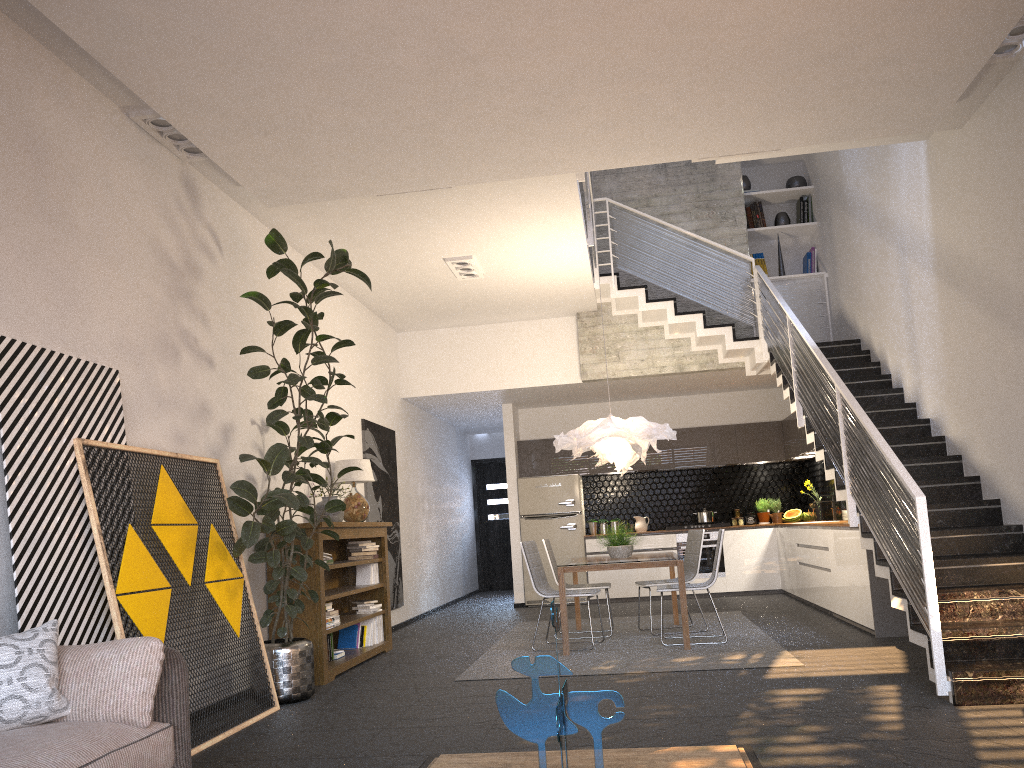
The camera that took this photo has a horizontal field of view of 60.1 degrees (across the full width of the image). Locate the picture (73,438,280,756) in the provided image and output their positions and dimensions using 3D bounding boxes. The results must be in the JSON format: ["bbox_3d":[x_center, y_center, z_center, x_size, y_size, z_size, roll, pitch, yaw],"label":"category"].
[{"bbox_3d":[-1.793,1.152,4.920,0.386,1.595,1.507,-5,-8,7],"label":"picture"}]

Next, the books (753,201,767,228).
[{"bbox_3d":[3.020,-2.006,10.836,0.134,0.380,0.274,-5,-7,7],"label":"books"}]

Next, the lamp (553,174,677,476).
[{"bbox_3d":[0.764,-1.733,8.277,1.119,5.180,1.066,-6,-7,18],"label":"lamp"}]

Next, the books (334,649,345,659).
[{"bbox_3d":[-1.460,2.184,7.148,0.270,0.049,0.259,3,-12,-37],"label":"books"}]

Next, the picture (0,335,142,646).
[{"bbox_3d":[-2.041,0.838,4.211,0.208,2.006,0.963,-4,-7,7],"label":"picture"}]

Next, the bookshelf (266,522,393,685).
[{"bbox_3d":[-1.443,1.750,7.368,0.451,1.164,1.931,-5,-9,7],"label":"bookshelf"}]

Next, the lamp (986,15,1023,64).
[{"bbox_3d":[2.742,-1.933,4.785,0.253,0.065,0.649,-5,-9,7],"label":"lamp"}]

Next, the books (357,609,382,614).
[{"bbox_3d":[-1.280,2.041,7.947,0.155,0.020,0.206,-7,-10,17],"label":"books"}]

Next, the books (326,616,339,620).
[{"bbox_3d":[-1.478,1.794,6.745,0.219,0.007,0.306,-6,-10,12],"label":"books"}]

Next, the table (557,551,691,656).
[{"bbox_3d":[0.998,1.907,7.888,0.997,0.709,1.812,-5,-9,7],"label":"table"}]

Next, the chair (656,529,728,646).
[{"bbox_3d":[1.519,1.696,7.434,0.602,0.914,0.478,-5,-7,10],"label":"chair"}]

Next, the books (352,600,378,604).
[{"bbox_3d":[-1.323,1.957,7.957,0.147,0.023,0.222,4,-12,-41],"label":"books"}]

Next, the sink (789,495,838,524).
[{"bbox_3d":[3.581,1.550,10.454,0.490,0.446,0.728,-5,-9,7],"label":"sink"}]

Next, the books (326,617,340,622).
[{"bbox_3d":[-1.474,1.801,6.743,0.219,0.007,0.306,-5,-10,11],"label":"books"}]

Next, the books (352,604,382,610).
[{"bbox_3d":[-1.302,2.003,7.958,0.175,0.023,0.244,-7,-10,17],"label":"books"}]

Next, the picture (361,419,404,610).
[{"bbox_3d":[-1.406,1.456,9.695,0.033,2.015,1.240,-4,-7,7],"label":"picture"}]

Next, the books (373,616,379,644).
[{"bbox_3d":[-1.288,2.215,7.966,0.175,0.242,0.024,-5,-6,7],"label":"books"}]

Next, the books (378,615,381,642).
[{"bbox_3d":[-1.285,2.229,8.050,0.174,0.242,0.019,-5,-6,7],"label":"books"}]

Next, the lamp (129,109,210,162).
[{"bbox_3d":[-2.032,-1.525,5.392,0.253,0.065,0.649,-5,-9,7],"label":"lamp"}]

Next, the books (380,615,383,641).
[{"bbox_3d":[-1.278,2.240,8.120,0.175,0.242,0.024,-5,-6,7],"label":"books"}]

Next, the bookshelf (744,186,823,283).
[{"bbox_3d":[3.156,-1.733,10.713,0.973,1.100,0.445,-5,-7,7],"label":"bookshelf"}]

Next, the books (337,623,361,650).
[{"bbox_3d":[-1.413,2.187,7.701,0.171,0.226,0.166,-5,-7,7],"label":"books"}]

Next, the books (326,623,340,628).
[{"bbox_3d":[-1.469,1.842,6.731,0.219,0.008,0.306,-6,-10,12],"label":"books"}]

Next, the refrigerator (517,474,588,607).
[{"bbox_3d":[0.571,2.110,11.974,0.829,1.700,0.774,-5,-7,7],"label":"refrigerator"}]

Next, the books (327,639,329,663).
[{"bbox_3d":[-1.522,2.056,6.905,0.171,0.239,0.085,-5,-7,7],"label":"books"}]

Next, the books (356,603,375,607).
[{"bbox_3d":[-1.318,1.978,7.948,0.155,0.022,0.207,-2,-10,-13],"label":"books"}]

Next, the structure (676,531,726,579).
[{"bbox_3d":[2.483,2.263,11.743,0.588,0.585,0.588,-5,-8,7],"label":"structure"}]

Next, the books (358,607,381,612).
[{"bbox_3d":[-1.279,2.023,7.954,0.174,0.019,0.245,-3,-9,-3],"label":"books"}]

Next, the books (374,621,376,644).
[{"bbox_3d":[-1.300,2.231,7.943,0.155,0.204,0.021,-5,-6,7],"label":"books"}]

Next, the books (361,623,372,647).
[{"bbox_3d":[-1.318,2.214,7.807,0.155,0.193,0.105,-5,-7,7],"label":"books"}]

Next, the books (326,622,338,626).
[{"bbox_3d":[-1.475,1.830,6.732,0.219,0.008,0.290,-6,-10,13],"label":"books"}]

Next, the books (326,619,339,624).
[{"bbox_3d":[-1.473,1.814,6.739,0.219,0.008,0.290,-6,-10,11],"label":"books"}]

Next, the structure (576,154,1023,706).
[{"bbox_3d":[1.352,-1.725,9.214,4.236,8.256,8.514,-5,-8,7],"label":"structure"}]

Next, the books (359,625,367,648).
[{"bbox_3d":[-1.357,2.218,7.761,0.146,0.182,0.148,-5,-8,10],"label":"books"}]

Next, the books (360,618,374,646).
[{"bbox_3d":[-1.312,2.200,7.847,0.174,0.233,0.101,-5,-7,7],"label":"books"}]

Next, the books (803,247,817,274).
[{"bbox_3d":[3.597,-1.427,10.698,0.146,0.380,0.274,-5,-7,7],"label":"books"}]

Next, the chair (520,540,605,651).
[{"bbox_3d":[0.430,1.792,7.585,0.602,0.914,0.477,-6,-7,17],"label":"chair"}]

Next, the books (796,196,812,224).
[{"bbox_3d":[3.545,-2.052,10.751,0.160,0.379,0.267,-5,-7,7],"label":"books"}]

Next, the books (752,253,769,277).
[{"bbox_3d":[3.013,-1.374,10.772,0.171,0.371,0.274,-5,-7,7],"label":"books"}]

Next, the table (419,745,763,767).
[{"bbox_3d":[0.177,1.243,2.319,1.049,0.305,1.123,-5,-9,7],"label":"table"}]

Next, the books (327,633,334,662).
[{"bbox_3d":[-1.501,2.066,6.974,0.167,0.240,0.104,-5,-7,7],"label":"books"}]

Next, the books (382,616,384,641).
[{"bbox_3d":[-1.272,2.245,8.151,0.174,0.243,0.040,-5,-6,7],"label":"books"}]

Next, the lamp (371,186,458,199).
[{"bbox_3d":[-0.728,-1.445,6.378,0.645,0.066,0.255,-5,-9,7],"label":"lamp"}]

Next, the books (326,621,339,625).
[{"bbox_3d":[-1.476,1.824,6.733,0.219,0.008,0.290,-6,-10,13],"label":"books"}]

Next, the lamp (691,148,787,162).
[{"bbox_3d":[1.567,-1.641,6.086,0.645,0.066,0.255,-5,-9,7],"label":"lamp"}]

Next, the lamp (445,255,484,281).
[{"bbox_3d":[-0.447,-1.119,8.460,0.253,0.065,0.649,-5,-9,7],"label":"lamp"}]

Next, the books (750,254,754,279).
[{"bbox_3d":[2.884,-1.361,10.788,0.159,0.370,0.274,-5,-7,7],"label":"books"}]

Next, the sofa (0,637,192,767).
[{"bbox_3d":[-1.766,1.031,2.133,0.994,0.913,2.336,-5,-9,7],"label":"sofa"}]

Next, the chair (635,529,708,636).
[{"bbox_3d":[1.478,1.824,8.190,0.601,0.914,0.478,-3,-7,-7],"label":"chair"}]

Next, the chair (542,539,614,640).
[{"bbox_3d":[0.621,1.897,8.298,0.602,0.914,0.478,-5,-7,7],"label":"chair"}]
